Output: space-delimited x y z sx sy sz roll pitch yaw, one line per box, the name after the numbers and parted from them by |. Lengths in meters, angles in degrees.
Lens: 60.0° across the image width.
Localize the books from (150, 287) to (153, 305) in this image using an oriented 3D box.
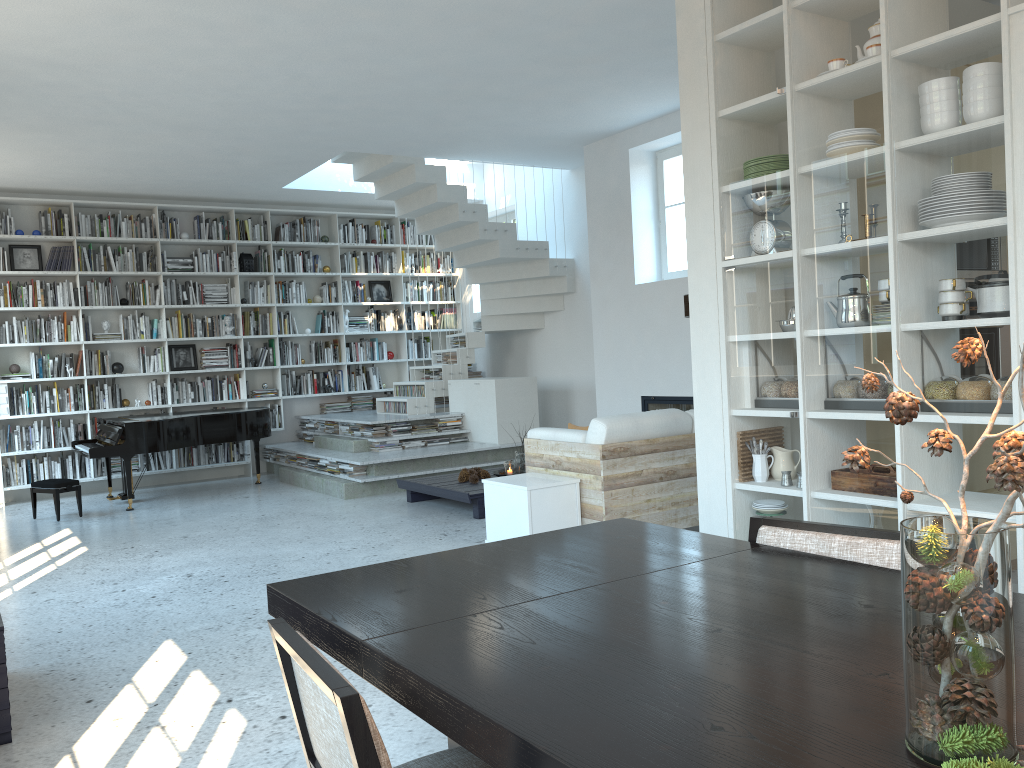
-4.053 -0.972 9.927 0.024 0.216 0.142 -5 3 -33 | books

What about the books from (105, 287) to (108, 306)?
-4.431 -0.939 9.660 0.011 0.209 0.181 -5 3 -33 | books

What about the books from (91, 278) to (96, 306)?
-4.538 -0.986 9.616 0.011 0.317 0.154 -5 3 -33 | books

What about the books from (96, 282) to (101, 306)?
-4.481 -0.963 9.619 0.009 0.263 0.189 -5 3 -33 | books

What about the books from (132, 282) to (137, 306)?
-4.194 -0.988 9.844 0.009 0.267 0.149 -5 3 -33 | books

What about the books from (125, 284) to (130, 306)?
-4.249 -0.978 9.806 0.005 0.254 0.161 -5 3 -33 | books

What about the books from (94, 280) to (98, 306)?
-4.517 -0.970 9.604 0.010 0.283 0.184 -5 3 -33 | books

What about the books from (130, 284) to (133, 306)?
-4.219 -0.972 9.801 0.005 0.240 0.173 -5 3 -33 | books

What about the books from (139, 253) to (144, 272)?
-4.135 -1.334 9.857 0.030 0.218 0.182 -5 3 -33 | books

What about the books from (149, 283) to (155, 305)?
-4.029 -0.994 9.931 0.022 0.257 0.155 -5 3 -33 | books

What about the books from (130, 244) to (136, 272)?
-4.191 -1.377 9.817 0.011 0.313 0.183 -5 3 -33 | books

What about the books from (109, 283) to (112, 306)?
-4.399 -0.969 9.695 0.010 0.262 0.158 -5 3 -33 | books

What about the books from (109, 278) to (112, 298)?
-4.401 -0.996 9.708 0.005 0.316 0.157 -5 3 -33 | books

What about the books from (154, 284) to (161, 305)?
-3.981 -0.987 9.936 0.064 0.237 0.208 -5 3 -33 | books

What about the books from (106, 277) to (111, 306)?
-4.410 -0.998 9.696 0.004 0.321 0.153 -5 3 -33 | books

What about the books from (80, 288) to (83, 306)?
-4.643 -0.923 9.532 0.015 0.208 0.186 -5 3 -33 | books

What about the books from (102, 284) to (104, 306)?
-4.468 -0.961 9.657 0.011 0.256 0.152 -5 3 -33 | books

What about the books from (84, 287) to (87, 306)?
-4.616 -0.932 9.578 0.024 0.219 0.140 -5 3 -33 | books

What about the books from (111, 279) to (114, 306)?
-4.390 -0.992 9.710 0.005 0.305 0.162 -5 3 -33 | books

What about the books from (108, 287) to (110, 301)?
-4.420 -0.946 9.704 0.012 0.217 0.133 -5 3 -33 | books

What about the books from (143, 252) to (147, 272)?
-4.105 -1.346 9.899 0.024 0.237 0.153 -5 3 -33 | books

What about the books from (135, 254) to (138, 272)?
-4.185 -1.329 9.846 0.024 0.213 0.150 -5 3 -33 | books

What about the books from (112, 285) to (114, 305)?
-4.384 -0.981 9.711 0.004 0.284 0.166 -5 3 -33 | books

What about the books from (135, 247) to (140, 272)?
-4.169 -1.368 9.859 0.022 0.290 0.146 -5 3 -33 | books

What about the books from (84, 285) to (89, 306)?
-4.594 -0.943 9.576 0.012 0.240 0.134 -5 3 -33 | books

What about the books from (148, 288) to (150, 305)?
-4.075 -0.991 9.908 0.010 0.257 0.140 -5 3 -33 | books

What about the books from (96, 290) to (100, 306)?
-4.507 -0.923 9.631 0.029 0.187 0.149 -5 3 -33 | books

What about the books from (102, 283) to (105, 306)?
-4.451 -0.964 9.649 0.009 0.261 0.180 -5 3 -33 | books

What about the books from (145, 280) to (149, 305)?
-4.086 -1.004 9.892 0.022 0.285 0.190 -5 3 -33 | books

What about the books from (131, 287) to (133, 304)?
-4.221 -0.961 9.821 0.013 0.216 0.149 -5 3 -33 | books

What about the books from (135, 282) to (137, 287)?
-4.177 -0.993 9.842 0.005 0.275 0.157 -5 3 -33 | books

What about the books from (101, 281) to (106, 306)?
-4.446 -0.974 9.659 0.011 0.279 0.169 -5 3 -33 | books

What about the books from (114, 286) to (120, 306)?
-4.339 -0.958 9.740 0.031 0.232 0.147 -5 3 -33 | books

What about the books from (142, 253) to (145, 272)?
-4.115 -1.338 9.874 0.022 0.223 0.161 -5 3 -33 | books

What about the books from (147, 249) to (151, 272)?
-4.062 -1.362 9.904 0.055 0.264 0.167 -5 3 -33 | books

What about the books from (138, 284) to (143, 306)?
-4.129 -0.980 9.846 0.013 0.244 0.188 -5 3 -33 | books

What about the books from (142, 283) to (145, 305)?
-4.121 -0.986 9.879 0.017 0.253 0.139 -5 3 -33 | books

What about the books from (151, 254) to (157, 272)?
-4.025 -1.340 9.957 0.028 0.212 0.134 -5 3 -33 | books

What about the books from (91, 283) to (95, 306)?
-4.544 -0.958 9.597 0.024 0.262 0.177 -5 3 -33 | books

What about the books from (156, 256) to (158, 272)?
-4.008 -1.333 9.976 0.019 0.194 0.098 -5 3 -33 | books

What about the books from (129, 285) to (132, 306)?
-4.236 -0.971 9.819 0.005 0.239 0.146 -5 3 -33 | books

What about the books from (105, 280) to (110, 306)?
-4.418 -0.982 9.675 0.011 0.292 0.176 -5 3 -33 | books

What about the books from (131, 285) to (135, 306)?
-4.199 -0.971 9.804 0.005 0.236 0.178 -5 3 -33 | books

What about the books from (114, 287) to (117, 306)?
-4.364 -0.950 9.735 0.012 0.218 0.151 -5 3 -33 | books

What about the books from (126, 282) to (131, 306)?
-4.246 -0.989 9.816 0.012 0.276 0.129 -5 3 -33 | books

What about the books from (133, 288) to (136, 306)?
-4.196 -0.954 9.833 0.011 0.200 0.162 -5 3 -33 | books

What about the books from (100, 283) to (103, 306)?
-4.473 -0.957 9.626 0.012 0.252 0.184 -5 3 -33 | books

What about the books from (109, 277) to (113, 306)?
-4.395 -1.004 9.708 0.005 0.331 0.161 -5 3 -33 | books

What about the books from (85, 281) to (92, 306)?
-4.576 -0.964 9.580 0.026 0.279 0.151 -5 3 -33 | books

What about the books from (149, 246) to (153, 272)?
-4.050 -1.383 9.911 0.058 0.302 0.175 -5 3 -33 | books

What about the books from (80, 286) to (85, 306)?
-4.639 -0.933 9.564 0.029 0.225 0.136 -5 3 -33 | books

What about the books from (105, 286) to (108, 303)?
-4.436 -0.949 9.687 0.011 0.226 0.129 -5 3 -33 | books

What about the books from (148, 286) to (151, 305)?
-4.067 -0.978 9.917 0.011 0.230 0.165 -5 3 -33 | books

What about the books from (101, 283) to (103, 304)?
-4.477 -0.963 9.652 0.010 0.262 0.169 -5 3 -33 | books

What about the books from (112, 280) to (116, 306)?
-4.368 -0.983 9.700 0.011 0.287 0.189 -5 3 -33 | books

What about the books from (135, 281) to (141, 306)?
-4.167 -1.001 9.861 0.033 0.287 0.155 -5 3 -33 | books

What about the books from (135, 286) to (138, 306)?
-4.168 -0.964 9.822 0.006 0.216 0.181 -5 3 -33 | books

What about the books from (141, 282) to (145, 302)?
-4.112 -0.993 9.884 0.004 0.265 0.141 -5 3 -33 | books

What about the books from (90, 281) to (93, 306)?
-4.558 -0.964 9.586 0.012 0.276 0.157 -5 3 -33 | books
